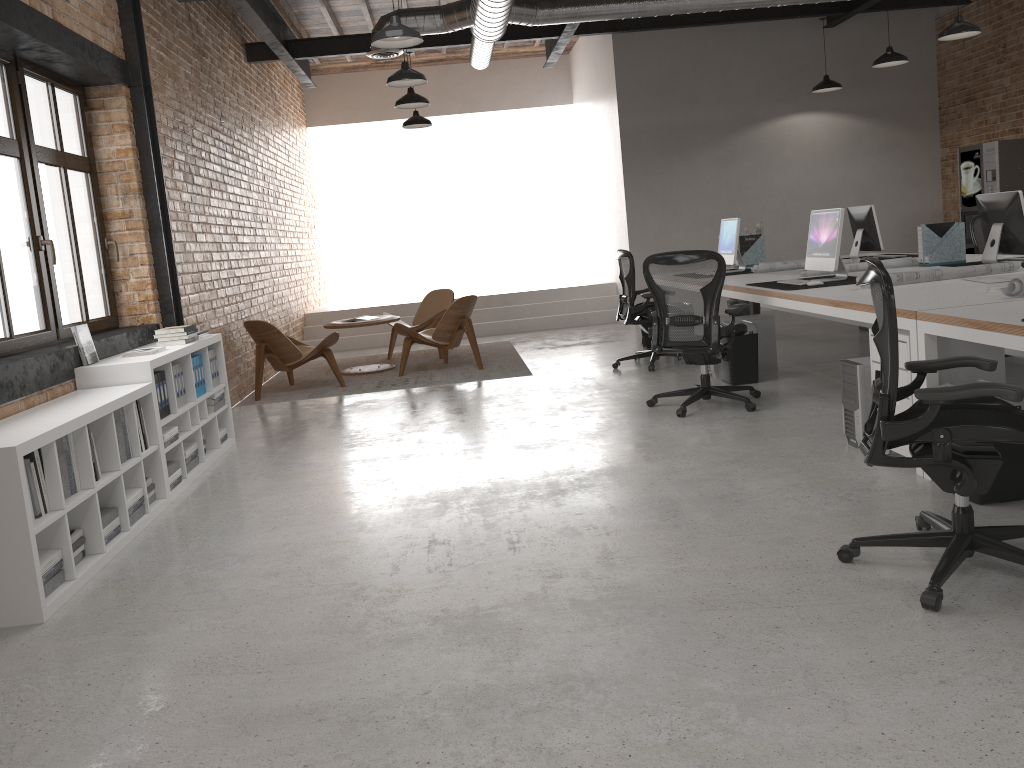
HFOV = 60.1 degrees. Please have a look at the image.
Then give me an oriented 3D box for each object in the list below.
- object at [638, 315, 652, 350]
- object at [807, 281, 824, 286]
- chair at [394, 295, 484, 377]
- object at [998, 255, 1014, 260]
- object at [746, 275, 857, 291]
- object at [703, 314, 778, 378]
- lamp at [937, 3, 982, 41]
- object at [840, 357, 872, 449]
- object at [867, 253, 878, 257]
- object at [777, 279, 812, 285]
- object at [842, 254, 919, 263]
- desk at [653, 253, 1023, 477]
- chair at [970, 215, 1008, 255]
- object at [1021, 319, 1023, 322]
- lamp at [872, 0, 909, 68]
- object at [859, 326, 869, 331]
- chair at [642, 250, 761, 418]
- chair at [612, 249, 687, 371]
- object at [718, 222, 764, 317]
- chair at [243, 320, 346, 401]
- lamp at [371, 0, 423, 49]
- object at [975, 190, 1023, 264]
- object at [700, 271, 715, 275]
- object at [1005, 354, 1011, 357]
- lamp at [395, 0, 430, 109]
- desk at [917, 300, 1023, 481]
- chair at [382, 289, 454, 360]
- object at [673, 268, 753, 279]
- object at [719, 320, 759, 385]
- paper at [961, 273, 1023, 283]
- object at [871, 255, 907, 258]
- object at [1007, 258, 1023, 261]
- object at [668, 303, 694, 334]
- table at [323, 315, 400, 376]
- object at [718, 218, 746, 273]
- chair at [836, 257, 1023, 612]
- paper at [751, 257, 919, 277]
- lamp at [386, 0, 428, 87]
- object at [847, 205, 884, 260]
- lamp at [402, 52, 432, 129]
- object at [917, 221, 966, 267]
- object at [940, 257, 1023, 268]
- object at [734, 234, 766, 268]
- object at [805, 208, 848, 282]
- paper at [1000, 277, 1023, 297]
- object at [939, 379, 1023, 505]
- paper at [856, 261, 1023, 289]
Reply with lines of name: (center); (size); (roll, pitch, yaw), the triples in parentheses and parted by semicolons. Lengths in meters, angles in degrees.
object: (1.577, -0.595, 9.225); (0.548, 0.427, 0.269); (-6, 7, -5)
object: (1.972, -0.655, 5.757); (0.106, 0.028, 0.059); (-6, 9, -5)
chair: (-0.801, -0.506, 9.065); (0.859, 0.748, 0.870); (-10, 9, -27)
object: (3.563, -0.913, 6.390); (0.106, 0.028, 0.059); (-6, 9, -5)
object: (2.067, -0.696, 6.073); (0.687, 0.008, 0.853); (-6, 9, -3)
object: (1.856, -0.314, 7.239); (0.541, 0.452, 0.222); (-6, 7, -4)
lamp: (4.028, -3.584, 8.009); (0.363, 0.851, 0.363); (-9, 8, -26)
object: (2.046, 0.083, 4.696); (0.541, 0.452, 0.222); (-6, 7, -4)
object: (3.413, -1.226, 8.395); (0.106, 0.028, 0.059); (-6, 9, -5)
object: (1.956, -0.700, 6.083); (0.118, 0.017, 0.441); (-6, 9, -3)
object: (3.321, -1.155, 8.135); (0.687, 0.008, 0.854); (-6, 9, -2)
desk: (2.809, -0.468, 6.632); (2.312, 0.765, 5.142); (-6, 9, -3)
chair: (4.221, -1.003, 8.096); (0.794, 1.079, 0.773); (-8, 8, -20)
object: (2.298, -0.215, 2.985); (0.687, 0.008, 0.853); (-6, 9, -3)
lamp: (3.910, -4.028, 9.233); (0.363, 1.355, 0.363); (-9, 7, -26)
object: (3.676, -0.782, 8.986); (0.250, 0.463, 0.340); (-6, 7, -3)
chair: (1.261, -0.384, 6.066); (0.770, 1.079, 0.798); (-3, 8, 20)
chair: (1.264, -0.719, 8.113); (0.794, 1.079, 0.773); (-8, 8, -20)
object: (2.464, -1.098, 9.395); (0.413, 1.203, 0.442); (-9, 7, -25)
chair: (-2.154, -0.309, 8.662); (0.869, 0.748, 0.860); (-9, 9, -22)
lamp: (-0.868, -3.058, 6.125); (0.361, 1.355, 0.364); (-4, 7, 14)
object: (3.335, -1.064, 6.051); (0.189, 0.482, 0.486); (-6, 8, -3)
object: (1.803, -1.019, 8.125); (0.118, 0.017, 0.441); (-6, 9, -3)
object: (3.828, -0.464, 6.944); (0.250, 0.463, 0.340); (-6, 7, -3)
lamp: (-1.076, -3.493, 8.915); (0.363, 1.355, 0.363); (-9, 7, -26)
desk: (3.188, 0.324, 1.555); (2.312, 0.765, 5.142); (-6, 9, -3)
chair: (-0.994, -0.695, 10.336); (0.870, 0.748, 0.859); (-10, 9, -27)
object: (1.914, -1.016, 8.121); (0.687, 0.008, 0.853); (-6, 9, -3)
object: (1.740, -0.247, 6.855); (0.250, 0.463, 0.340); (-6, 7, -3)
paper: (2.865, -0.609, 5.044); (0.484, 0.001, 0.432); (-5, 9, 4)
object: (3.430, -1.168, 8.070); (0.118, 0.017, 0.441); (-6, 9, -3)
object: (3.580, -0.855, 6.066); (0.118, 0.017, 0.441); (-6, 9, -3)
object: (1.669, -0.568, 8.866); (0.250, 0.463, 0.340); (-6, 7, -3)
table: (-1.592, -0.418, 9.576); (0.827, 0.567, 0.830); (-8, 9, -15)
object: (2.003, -1.268, 8.087); (0.189, 0.482, 0.486); (-6, 8, -3)
chair: (1.505, 0.090, 3.015); (0.792, 1.079, 0.775); (-5, 7, 5)
paper: (2.582, -0.962, 7.178); (0.976, 0.105, 1.081); (-6, 9, -6)
lamp: (-0.958, -3.049, 7.691); (0.363, 0.851, 0.363); (-9, 8, -26)
object: (3.186, -1.377, 8.056); (0.189, 0.482, 0.486); (-6, 8, -3)
lamp: (-1.167, -3.485, 10.488); (0.363, 0.851, 0.363); (-9, 8, -26)
object: (3.181, -1.038, 6.559); (0.281, 0.310, 0.151); (-6, 7, -4)
object: (3.475, -0.833, 6.073); (0.687, 0.008, 0.854); (-6, 9, -2)
object: (2.347, -1.318, 8.773); (0.281, 0.310, 0.151); (-6, 7, -4)
object: (2.156, -0.949, 6.046); (0.189, 0.482, 0.486); (-6, 8, -3)
paper: (2.965, -0.480, 3.996); (0.980, 0.105, 1.077); (-13, 12, -39)
object: (1.973, 0.238, 3.746); (0.250, 0.463, 0.340); (-6, 7, -3)
paper: (2.615, -0.670, 5.361); (1.135, 0.082, 0.083); (-7, 8, -9)
